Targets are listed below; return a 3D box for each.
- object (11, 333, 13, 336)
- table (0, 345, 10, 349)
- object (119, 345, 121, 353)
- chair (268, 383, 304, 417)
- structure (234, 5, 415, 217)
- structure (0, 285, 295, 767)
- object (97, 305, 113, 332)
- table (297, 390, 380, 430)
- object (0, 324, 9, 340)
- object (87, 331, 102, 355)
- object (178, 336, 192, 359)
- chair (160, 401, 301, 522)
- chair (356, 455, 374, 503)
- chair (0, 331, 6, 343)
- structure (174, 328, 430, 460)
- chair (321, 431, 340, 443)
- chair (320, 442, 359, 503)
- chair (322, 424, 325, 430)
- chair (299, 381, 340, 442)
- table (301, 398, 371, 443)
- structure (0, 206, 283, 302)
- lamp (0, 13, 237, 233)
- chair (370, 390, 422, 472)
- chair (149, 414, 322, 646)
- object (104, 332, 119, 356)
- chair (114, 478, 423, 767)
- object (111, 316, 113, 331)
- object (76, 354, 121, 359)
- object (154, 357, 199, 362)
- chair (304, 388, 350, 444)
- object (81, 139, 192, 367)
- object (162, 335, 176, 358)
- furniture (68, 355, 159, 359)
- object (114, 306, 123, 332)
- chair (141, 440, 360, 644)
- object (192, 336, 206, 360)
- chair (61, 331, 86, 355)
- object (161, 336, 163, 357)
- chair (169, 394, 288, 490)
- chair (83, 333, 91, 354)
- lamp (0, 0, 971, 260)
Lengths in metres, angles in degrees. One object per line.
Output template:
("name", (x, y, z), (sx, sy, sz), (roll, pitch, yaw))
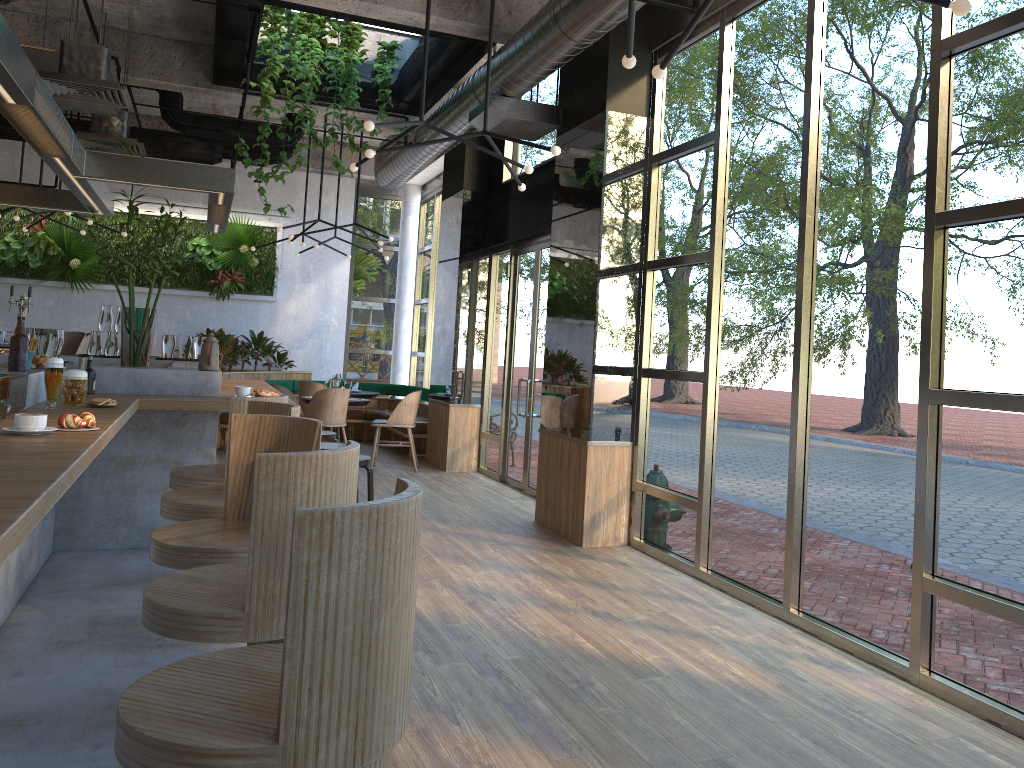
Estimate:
("object", (-5.818, -0.646, 7.888), (0.108, 0.502, 7.323), (4, 2, -9))
("table", (-5.198, -0.015, 8.683), (1.147, 0.752, 1.051), (3, 1, -35))
("object", (-3.158, -0.317, 7.287), (0.109, 0.210, 0.101), (4, -2, -26))
("chair", (-2.592, 0.456, 10.249), (0.582, 0.926, 0.474), (4, -2, -41))
("structure", (-2.124, -2.809, 8.583), (1.574, 2.351, 3.040), (3, 0, 16))
("structure", (-3.866, 0.224, 3.469), (6.037, 1.732, 6.891), (2, 2, -21))
("object", (-3.269, -0.527, 7.140), (0.110, 0.210, 0.101), (4, -2, -36))
("table", (-2.396, 0.480, 12.172), (1.052, 0.752, 1.147), (3, 1, 38))
("object", (-5.506, -0.609, 7.306), (0.107, 0.502, 5.981), (4, 2, -7))
("object", (-3.336, -0.320, 7.107), (0.110, 0.210, 0.101), (4, -2, -36))
("object", (-2.743, -0.299, 7.438), (0.107, 0.210, 0.104), (3, -2, -6))
("chair", (-1.260, 0.574, 3.941), (0.526, 0.971, 0.567), (2, -2, 29))
("chair", (-1.116, 0.806, 5.546), (0.533, 0.698, 0.495), (4, -1, -25))
("chair", (-5.552, -0.135, 9.255), (0.519, 0.926, 0.531), (5, -2, -41))
("structure", (-1.308, 0.442, 3.619), (6.232, 1.550, 19.450), (2, 2, -20))
("chair", (-1.615, 0.730, 6.967), (0.536, 0.698, 0.492), (4, -1, -32))
("chair", (-1.324, 0.774, 6.138), (0.535, 0.698, 0.493), (4, -1, -30))
("chair", (-1.843, 0.695, 7.617), (0.522, 0.698, 0.507), (3, -1, -7))
("chair", (-2.497, 0.422, 11.350), (0.481, 0.926, 0.574), (2, -2, 24))
("table", (-2.113, 0.550, 10.540), (0.827, 0.747, 0.770), (3, 0, -24))
("structure", (-5.767, -1.938, 12.149), (5.224, 1.496, 0.783), (2, -1, -24))
("lamp", (-3.306, -2.271, 3.612), (5.158, 2.135, 6.496), (2, 2, -27))
("chair", (-1.341, 0.520, 10.265), (0.564, 0.926, 0.490), (3, -2, -7))
("chair", (-1.001, 0.614, 3.195), (0.546, 0.971, 0.547), (3, -2, 2))
("object", (-3.223, -0.316, 7.156), (0.110, 0.210, 0.101), (4, -2, -36))
("chair", (-0.486, 0.691, 1.776), (0.558, 0.971, 0.535), (3, -2, -11))
("object", (-3.310, -0.533, 7.240), (0.110, 0.210, 0.101), (4, -2, -36))
("object", (-3.267, -0.222, 7.186), (0.451, 0.019, 0.264), (2, 2, -22))
("object", (-2.744, -0.203, 7.406), (0.451, 0.019, 0.264), (2, 2, -22))
("chair", (-2.088, 0.493, 9.947), (0.519, 0.926, 0.531), (5, -2, -41))
("object", (-2.373, -0.739, 5.655), (0.691, 1.553, 0.568), (4, -2, -16))
("object", (-2.837, -0.301, 7.332), (0.109, 0.210, 0.101), (4, -2, -26))
("furniture", (-6.070, 0.159, 9.468), (4.588, 1.138, 2.839), (4, 2, 33))
("object", (-3.161, -0.524, 7.196), (0.110, 0.210, 0.101), (4, -2, -36))
("chair", (-0.745, 0.651, 2.516), (0.522, 0.971, 0.571), (1, -2, 44))
("object", (-2.621, -0.293, 7.427), (0.107, 0.210, 0.104), (3, -2, -6))
("chair", (-4.833, -0.104, 9.414), (0.492, 0.926, 0.562), (3, -2, 9))
("object", (-2.881, -0.306, 7.434), (0.109, 0.210, 0.101), (4, -2, -26))
("chair", (-1.494, 0.537, 4.649), (0.528, 0.971, 0.565), (2, -2, 26))
("chair", (-5.294, -0.170, 10.587), (0.582, 0.926, 0.474), (4, -2, -41))
("lamp", (-1.265, -2.308, 3.458), (5.257, 1.825, 18.279), (2, 2, -20))
